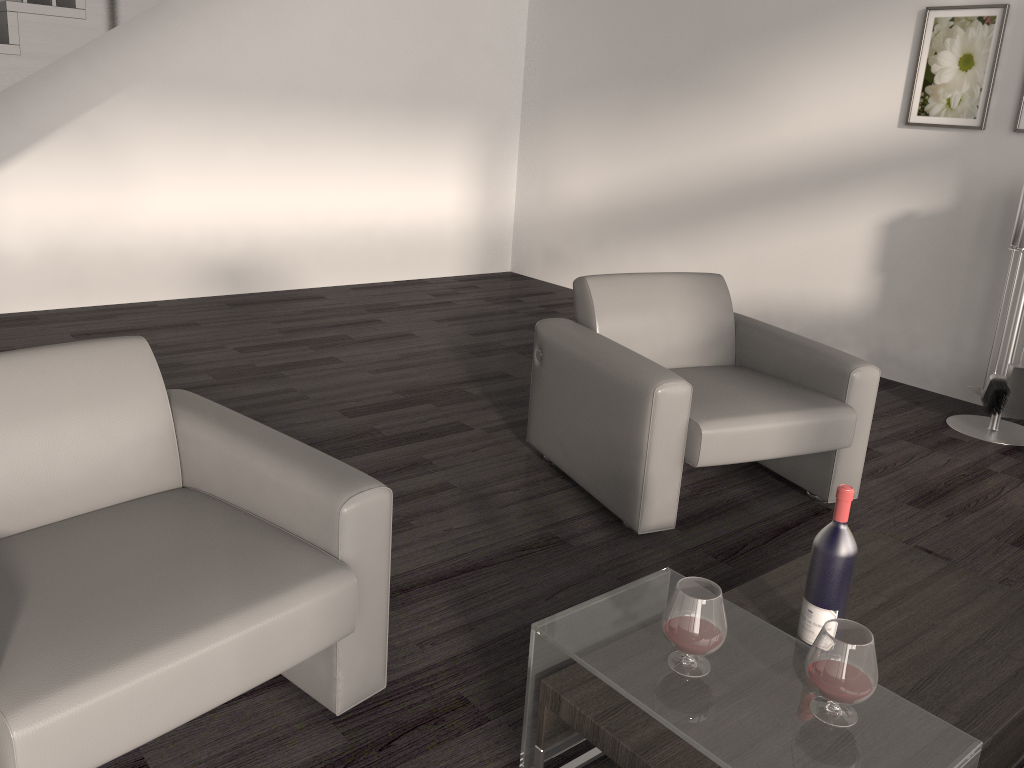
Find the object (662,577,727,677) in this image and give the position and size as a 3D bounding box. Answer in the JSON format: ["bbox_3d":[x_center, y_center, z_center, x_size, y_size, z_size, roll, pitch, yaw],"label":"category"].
[{"bbox_3d":[0.327,0.435,1.591,0.116,0.154,0.117,-6,19,-31],"label":"object"}]

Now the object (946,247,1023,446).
[{"bbox_3d":[2.282,-0.320,3.986,0.401,1.115,0.404,6,16,8],"label":"object"}]

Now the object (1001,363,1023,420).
[{"bbox_3d":[2.341,-0.333,3.920,0.145,1.042,0.075,7,16,10],"label":"object"}]

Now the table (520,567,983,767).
[{"bbox_3d":[0.395,0.687,1.626,0.401,0.338,0.685,-10,22,-39],"label":"table"}]

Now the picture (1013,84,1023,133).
[{"bbox_3d":[2.538,-1.421,4.001,0.026,0.572,0.397,-9,21,-39],"label":"picture"}]

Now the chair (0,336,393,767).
[{"bbox_3d":[-0.846,0.365,1.782,0.915,0.710,0.968,17,21,37],"label":"chair"}]

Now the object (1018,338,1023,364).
[{"bbox_3d":[2.391,-0.358,4.005,0.113,1.038,0.042,5,16,4],"label":"object"}]

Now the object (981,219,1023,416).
[{"bbox_3d":[2.201,-0.346,3.878,0.078,1.010,0.168,7,16,10],"label":"object"}]

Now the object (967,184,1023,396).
[{"bbox_3d":[2.220,-0.412,4.028,0.116,0.973,0.042,11,17,24],"label":"object"}]

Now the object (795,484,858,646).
[{"bbox_3d":[0.652,0.381,1.811,0.093,0.367,0.093,-10,21,-40],"label":"object"}]

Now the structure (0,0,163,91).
[{"bbox_3d":[-1.686,-2.336,4.608,6.362,4.054,1.007,-10,21,-39],"label":"structure"}]

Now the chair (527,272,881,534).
[{"bbox_3d":[0.685,0.018,3.229,0.964,0.710,0.918,-4,18,-25],"label":"chair"}]

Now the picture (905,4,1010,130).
[{"bbox_3d":[2.196,-1.568,4.392,0.026,0.572,0.397,-9,21,-39],"label":"picture"}]

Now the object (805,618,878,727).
[{"bbox_3d":[0.552,0.483,1.487,0.116,0.154,0.116,17,21,38],"label":"object"}]

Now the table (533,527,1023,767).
[{"bbox_3d":[0.698,0.681,1.892,1.204,0.247,0.604,-10,22,-39],"label":"table"}]
